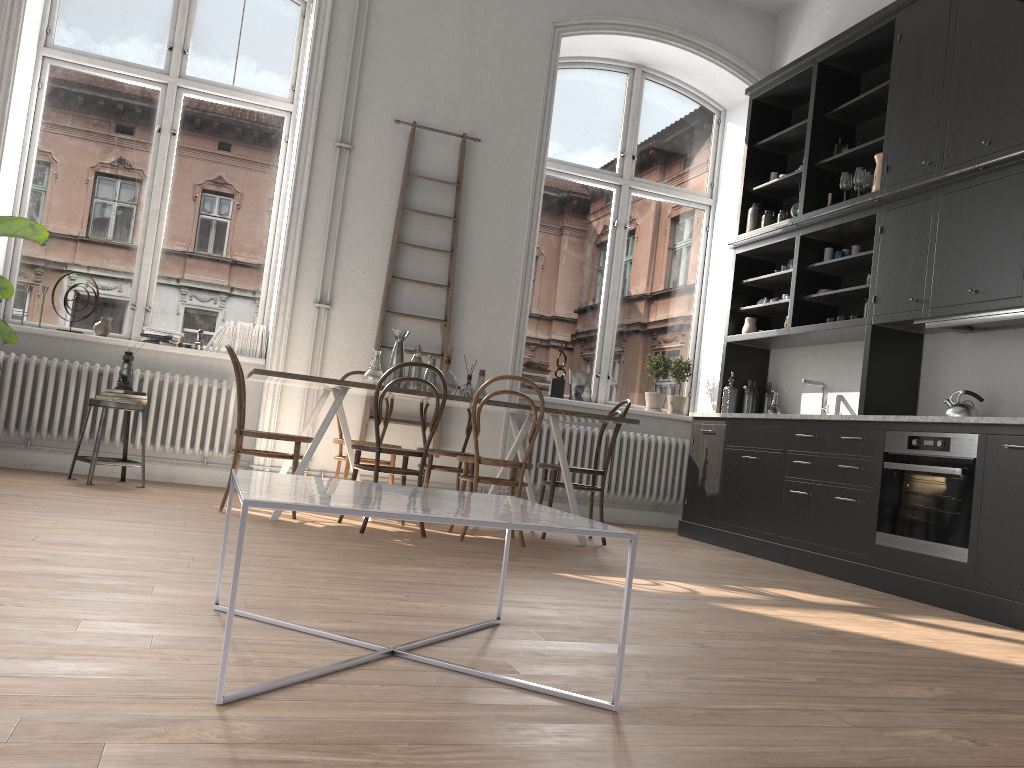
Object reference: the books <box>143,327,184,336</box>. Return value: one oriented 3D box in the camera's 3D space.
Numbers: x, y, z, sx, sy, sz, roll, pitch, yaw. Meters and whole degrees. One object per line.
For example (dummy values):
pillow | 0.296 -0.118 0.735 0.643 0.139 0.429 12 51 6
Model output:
books | -2.461 -0.370 6.272 0.244 0.019 0.174 7 -4 -9

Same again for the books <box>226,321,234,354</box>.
books | -2.049 -0.330 6.442 0.024 0.243 0.175 8 -4 -18

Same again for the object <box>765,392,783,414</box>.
object | 1.986 0.170 6.697 0.132 0.219 0.120 8 -4 -18

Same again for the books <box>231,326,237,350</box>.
books | -2.020 -0.309 6.430 0.020 0.205 0.155 8 -4 -18

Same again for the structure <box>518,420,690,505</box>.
structure | 0.762 0.642 7.185 1.578 0.552 0.194 8 -3 -19

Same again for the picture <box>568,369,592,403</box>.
picture | 0.543 0.023 7.335 0.222 0.264 0.149 9 -4 -35

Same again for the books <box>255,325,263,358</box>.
books | -1.852 -0.304 6.488 0.024 0.243 0.175 8 -4 -18

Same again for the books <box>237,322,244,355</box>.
books | -1.976 -0.322 6.444 0.019 0.243 0.174 8 -4 -18

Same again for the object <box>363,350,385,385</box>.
object | -0.799 -0.087 5.184 0.132 0.219 0.132 9 -4 -29

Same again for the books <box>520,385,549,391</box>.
books | 0.150 0.035 7.138 0.250 0.023 0.175 8 -4 -23

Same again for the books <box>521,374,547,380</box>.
books | 0.169 -0.050 7.159 0.205 0.022 0.155 7 -4 -4

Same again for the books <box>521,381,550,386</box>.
books | 0.159 -0.005 7.158 0.255 0.014 0.193 8 -4 -15

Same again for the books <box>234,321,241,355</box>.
books | -1.994 -0.325 6.428 0.024 0.243 0.175 8 -4 -18

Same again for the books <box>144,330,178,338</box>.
books | -2.475 -0.348 6.245 0.205 0.020 0.155 9 -4 -29

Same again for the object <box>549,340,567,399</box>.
object | 0.394 -0.120 7.243 0.122 0.488 0.102 6 -3 6

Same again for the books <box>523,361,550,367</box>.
books | 0.182 -0.158 7.166 0.205 0.020 0.155 8 -4 -19

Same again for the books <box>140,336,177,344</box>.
books | -2.489 -0.307 6.254 0.205 0.022 0.155 7 -4 1

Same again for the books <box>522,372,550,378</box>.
books | 0.173 -0.073 7.167 0.222 0.024 0.158 8 -4 -19

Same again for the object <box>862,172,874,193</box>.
object | 2.350 -1.282 5.844 0.083 0.221 0.083 8 -3 -20

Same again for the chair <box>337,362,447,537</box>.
chair | -0.648 0.345 4.861 0.438 0.920 0.549 8 -4 -23

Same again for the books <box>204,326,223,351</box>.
books | -2.151 -0.323 6.389 0.105 0.194 0.155 8 -4 -19

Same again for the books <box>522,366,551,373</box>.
books | 0.172 -0.116 7.162 0.244 0.019 0.174 8 -4 -19

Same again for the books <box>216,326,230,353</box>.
books | -2.089 -0.318 6.406 0.072 0.203 0.155 8 -4 -19

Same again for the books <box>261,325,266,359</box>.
books | -1.821 -0.300 6.496 0.040 0.244 0.174 8 -4 -18

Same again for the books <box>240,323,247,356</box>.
books | -1.963 -0.319 6.466 0.019 0.243 0.174 8 -4 -18

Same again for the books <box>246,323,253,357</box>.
books | -1.917 -0.314 6.464 0.019 0.243 0.174 8 -4 -18

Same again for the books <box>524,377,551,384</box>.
books | 0.160 -0.026 7.161 0.245 0.028 0.193 8 -4 -24

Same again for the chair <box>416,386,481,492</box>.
chair | -0.433 0.445 6.010 0.438 0.920 0.549 7 -3 -12

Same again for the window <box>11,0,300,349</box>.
window | -2.526 -1.745 6.453 1.623 2.841 0.013 8 -3 -19

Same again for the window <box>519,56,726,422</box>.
window | 6.364 -4.665 12.698 14.390 15.927 26.402 8 -4 -19

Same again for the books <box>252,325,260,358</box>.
books | -1.882 -0.307 6.499 0.024 0.243 0.175 8 -4 -18

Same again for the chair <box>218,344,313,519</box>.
chair | -1.403 0.266 5.037 0.549 0.920 0.438 7 -3 -10

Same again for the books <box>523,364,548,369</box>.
books | 0.167 -0.138 7.160 0.231 0.023 0.162 7 -4 -3

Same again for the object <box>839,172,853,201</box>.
object | 2.221 -1.294 5.905 0.083 0.221 0.083 6 -3 13

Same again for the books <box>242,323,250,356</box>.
books | -1.944 -0.316 6.478 0.024 0.243 0.175 8 -4 -18

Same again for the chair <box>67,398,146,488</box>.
chair | -2.529 0.368 5.613 0.360 0.522 0.364 3 -5 45

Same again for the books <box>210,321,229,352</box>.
books | -2.110 -0.338 6.398 0.100 0.235 0.174 8 -4 -19

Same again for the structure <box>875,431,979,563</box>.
structure | 2.384 0.595 4.667 0.618 0.623 0.622 8 -4 -19

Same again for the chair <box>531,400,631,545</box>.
chair | 0.433 0.524 5.637 0.549 0.920 0.438 7 -3 -6

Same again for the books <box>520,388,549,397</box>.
books | 0.144 0.067 7.137 0.248 0.043 0.192 8 -4 -19

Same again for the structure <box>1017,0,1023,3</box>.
structure | 1.235 -2.303 0.945 5.929 1.212 4.158 8 -4 -19

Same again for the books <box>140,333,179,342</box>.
books | -2.484 -0.328 6.255 0.221 0.023 0.147 7 -4 -3

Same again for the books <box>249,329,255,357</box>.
books | -1.899 -0.292 6.471 0.020 0.205 0.155 8 -4 -18

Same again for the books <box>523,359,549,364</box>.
books | 0.176 -0.180 7.174 0.201 0.024 0.159 9 -4 -28

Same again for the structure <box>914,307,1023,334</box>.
structure | 2.626 -0.356 4.772 0.379 0.123 0.844 8 -4 -18

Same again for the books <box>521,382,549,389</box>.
books | 0.153 0.012 7.140 0.249 0.023 0.175 8 -4 -18

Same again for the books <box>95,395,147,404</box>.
books | -2.491 0.099 5.665 0.194 0.034 0.246 5 -4 22

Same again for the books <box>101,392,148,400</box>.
books | -2.478 0.075 5.673 0.162 0.029 0.232 3 -5 42

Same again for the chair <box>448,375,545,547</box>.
chair | -0.087 0.421 5.014 0.438 0.920 0.549 7 -3 -8

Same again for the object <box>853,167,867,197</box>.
object | 2.266 -1.296 5.782 0.083 0.221 0.083 5 -4 28

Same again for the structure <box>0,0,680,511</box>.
structure | -0.738 -1.343 6.626 5.183 4.472 0.340 8 -3 -18

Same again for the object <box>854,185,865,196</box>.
object | 2.324 -1.280 5.923 0.083 0.221 0.083 8 -4 -26

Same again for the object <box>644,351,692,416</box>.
object | 1.320 -0.007 7.560 0.500 0.523 0.234 9 -4 -29

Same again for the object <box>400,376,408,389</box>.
object | -0.640 0.001 5.272 0.058 0.094 0.058 6 -3 10

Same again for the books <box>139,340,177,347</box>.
books | -2.498 -0.285 6.254 0.221 0.023 0.147 5 -4 30

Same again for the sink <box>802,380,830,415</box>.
sink | 1.969 0.212 6.172 0.514 0.504 0.526 8 -4 -19

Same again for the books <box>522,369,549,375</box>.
books | 0.175 -0.095 7.162 0.205 0.022 0.155 8 -4 -24

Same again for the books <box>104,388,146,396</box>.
books | -2.474 0.052 5.675 0.147 0.027 0.221 6 -4 14

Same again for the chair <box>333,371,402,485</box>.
chair | -0.945 0.367 5.753 0.438 0.920 0.549 8 -4 -20
